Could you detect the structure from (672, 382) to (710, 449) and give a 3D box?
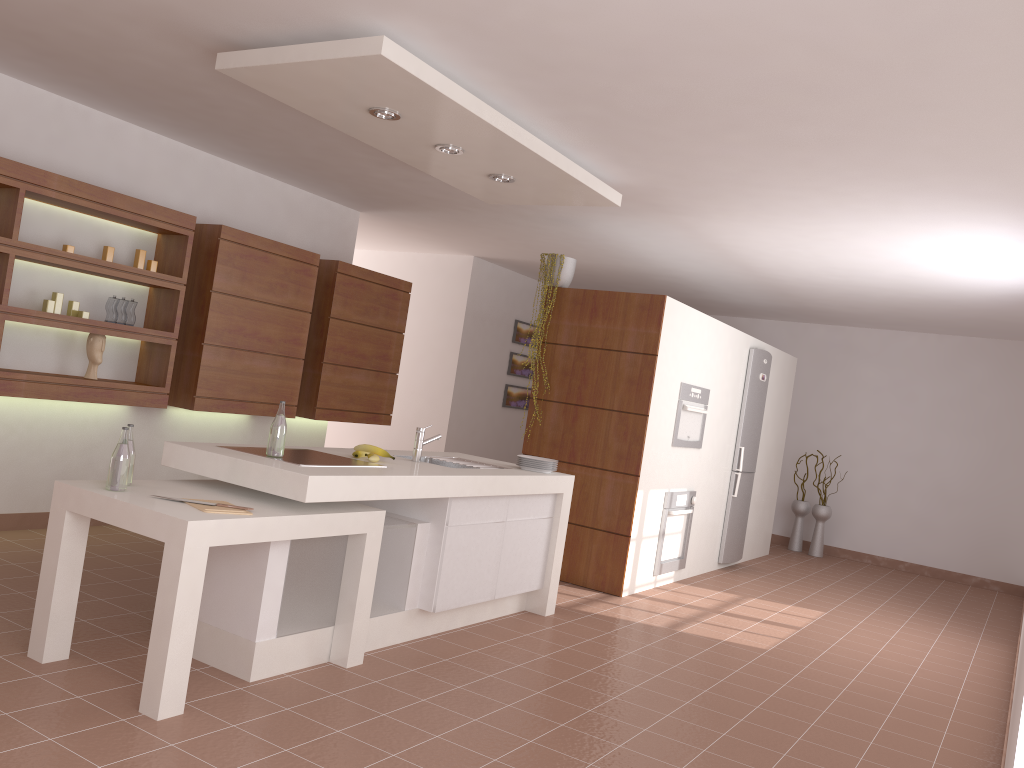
[{"bbox_3d":[1.337,0.243,6.490,0.056,0.454,0.614,8,-1,31],"label":"structure"}]

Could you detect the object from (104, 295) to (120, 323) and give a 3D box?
[{"bbox_3d":[-2.369,-0.443,5.252,0.065,0.165,0.054,9,-1,-43],"label":"object"}]

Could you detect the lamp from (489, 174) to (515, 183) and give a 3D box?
[{"bbox_3d":[-0.052,-1.135,4.817,0.143,0.059,0.143,9,-1,-31],"label":"lamp"}]

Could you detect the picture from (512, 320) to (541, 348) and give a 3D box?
[{"bbox_3d":[0.382,-0.507,10.117,0.015,0.248,1.408,8,-1,31],"label":"picture"}]

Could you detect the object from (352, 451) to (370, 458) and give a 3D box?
[{"bbox_3d":[-0.723,0.332,4.208,0.060,0.033,0.207,8,-1,11],"label":"object"}]

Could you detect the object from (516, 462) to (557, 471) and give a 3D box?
[{"bbox_3d":[0.138,0.469,5.003,0.228,0.020,0.228,8,-1,13],"label":"object"}]

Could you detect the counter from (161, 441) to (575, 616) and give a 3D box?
[{"bbox_3d":[-0.596,0.775,4.362,0.821,0.800,2.156,8,-1,31],"label":"counter"}]

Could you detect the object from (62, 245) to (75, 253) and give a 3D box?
[{"bbox_3d":[-2.426,-0.742,4.851,0.044,0.049,0.044,8,-1,31],"label":"object"}]

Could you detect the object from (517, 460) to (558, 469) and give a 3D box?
[{"bbox_3d":[0.140,0.459,5.003,0.228,0.020,0.228,8,-1,13],"label":"object"}]

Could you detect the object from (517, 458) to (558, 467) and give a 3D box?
[{"bbox_3d":[0.141,0.449,5.003,0.228,0.020,0.228,8,-1,13],"label":"object"}]

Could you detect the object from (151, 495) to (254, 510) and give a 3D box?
[{"bbox_3d":[-1.114,0.423,3.171,0.375,0.008,0.041,9,-1,-2],"label":"object"}]

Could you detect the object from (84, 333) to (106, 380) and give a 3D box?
[{"bbox_3d":[-2.439,-0.171,5.179,0.100,0.284,0.100,9,-1,-28],"label":"object"}]

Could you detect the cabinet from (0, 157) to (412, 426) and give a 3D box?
[{"bbox_3d":[-2.438,-0.500,5.533,0.754,1.200,4.718,8,-1,31],"label":"cabinet"}]

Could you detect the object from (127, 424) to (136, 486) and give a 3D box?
[{"bbox_3d":[-1.456,0.266,3.347,0.071,0.230,0.071,8,-1,12],"label":"object"}]

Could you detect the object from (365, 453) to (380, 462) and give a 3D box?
[{"bbox_3d":[-0.648,0.343,4.132,0.060,0.033,0.207,9,-1,-14],"label":"object"}]

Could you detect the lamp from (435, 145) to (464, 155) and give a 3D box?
[{"bbox_3d":[-0.307,-1.179,4.390,0.143,0.059,0.143,9,-1,-31],"label":"lamp"}]

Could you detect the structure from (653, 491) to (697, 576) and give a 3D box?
[{"bbox_3d":[1.207,1.082,6.484,0.058,0.592,0.596,8,-1,31],"label":"structure"}]

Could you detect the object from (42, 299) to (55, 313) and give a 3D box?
[{"bbox_3d":[-2.562,-0.429,4.902,0.044,0.070,0.044,8,-1,31],"label":"object"}]

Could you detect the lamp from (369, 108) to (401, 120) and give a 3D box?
[{"bbox_3d":[-0.564,-1.223,3.957,0.143,0.059,0.143,8,-1,14],"label":"lamp"}]

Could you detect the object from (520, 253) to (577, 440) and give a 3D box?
[{"bbox_3d":[0.216,-0.254,6.291,0.297,1.344,0.279,9,-1,-9],"label":"object"}]

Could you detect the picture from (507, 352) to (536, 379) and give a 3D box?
[{"bbox_3d":[0.330,-0.161,10.112,0.015,0.248,1.408,8,-1,31],"label":"picture"}]

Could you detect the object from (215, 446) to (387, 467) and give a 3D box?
[{"bbox_3d":[-0.902,0.316,3.851,0.493,0.006,0.551,8,-1,31],"label":"object"}]

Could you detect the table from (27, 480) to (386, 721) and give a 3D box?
[{"bbox_3d":[-1.142,0.759,3.457,0.737,0.647,1.003,8,-1,31],"label":"table"}]

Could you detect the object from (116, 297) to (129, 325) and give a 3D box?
[{"bbox_3d":[-2.331,-0.437,5.288,0.065,0.165,0.054,9,-1,-43],"label":"object"}]

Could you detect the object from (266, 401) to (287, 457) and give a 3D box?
[{"bbox_3d":[-0.962,0.185,3.658,0.071,0.230,0.071,8,-1,12],"label":"object"}]

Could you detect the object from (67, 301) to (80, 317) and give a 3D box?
[{"bbox_3d":[-2.518,-0.430,5.089,0.044,0.090,0.044,8,-1,31],"label":"object"}]

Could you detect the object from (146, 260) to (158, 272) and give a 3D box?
[{"bbox_3d":[-2.168,-0.707,5.338,0.044,0.070,0.044,8,-1,31],"label":"object"}]

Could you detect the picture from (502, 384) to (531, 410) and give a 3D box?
[{"bbox_3d":[0.278,0.185,10.108,0.015,0.248,1.408,8,-1,31],"label":"picture"}]

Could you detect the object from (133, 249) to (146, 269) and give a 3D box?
[{"bbox_3d":[-2.226,-0.742,5.301,0.044,0.120,0.044,8,-1,31],"label":"object"}]

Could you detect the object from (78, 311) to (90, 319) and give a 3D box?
[{"bbox_3d":[-2.450,-0.394,5.073,0.044,0.040,0.044,8,-1,31],"label":"object"}]

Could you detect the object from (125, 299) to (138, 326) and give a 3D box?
[{"bbox_3d":[-2.293,-0.431,5.324,0.065,0.165,0.054,9,-1,-43],"label":"object"}]

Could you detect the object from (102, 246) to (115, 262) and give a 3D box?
[{"bbox_3d":[-2.320,-0.748,5.094,0.044,0.099,0.044,8,-1,31],"label":"object"}]

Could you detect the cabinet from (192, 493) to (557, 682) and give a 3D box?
[{"bbox_3d":[-0.629,0.820,4.311,0.737,0.700,2.048,8,-1,31],"label":"cabinet"}]

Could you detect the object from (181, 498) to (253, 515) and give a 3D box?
[{"bbox_3d":[-1.059,0.438,3.167,0.168,0.006,0.266,9,-1,-42],"label":"object"}]

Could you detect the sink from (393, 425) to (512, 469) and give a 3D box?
[{"bbox_3d":[-0.323,0.411,4.728,0.404,0.368,0.668,8,-1,31],"label":"sink"}]

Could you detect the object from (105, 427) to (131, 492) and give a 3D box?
[{"bbox_3d":[-1.415,0.270,3.208,0.071,0.230,0.071,8,-1,12],"label":"object"}]

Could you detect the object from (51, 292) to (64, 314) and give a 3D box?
[{"bbox_3d":[-2.555,-0.452,4.975,0.044,0.120,0.044,8,-1,31],"label":"object"}]

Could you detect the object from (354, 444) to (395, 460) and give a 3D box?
[{"bbox_3d":[-0.649,0.315,4.162,0.207,0.055,0.047,8,-1,8],"label":"object"}]

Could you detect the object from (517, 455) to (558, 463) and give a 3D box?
[{"bbox_3d":[0.144,0.428,5.004,0.228,0.020,0.228,8,-1,13],"label":"object"}]

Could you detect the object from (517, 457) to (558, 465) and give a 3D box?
[{"bbox_3d":[0.143,0.438,5.003,0.228,0.020,0.228,8,-1,13],"label":"object"}]

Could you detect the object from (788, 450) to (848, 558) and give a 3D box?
[{"bbox_3d":[3.256,1.263,9.386,0.284,1.112,0.655,9,-1,-40],"label":"object"}]

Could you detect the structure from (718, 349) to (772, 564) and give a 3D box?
[{"bbox_3d":[2.063,0.628,7.750,0.089,1.862,0.604,8,-1,31],"label":"structure"}]

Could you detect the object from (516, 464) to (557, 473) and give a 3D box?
[{"bbox_3d":[0.137,0.479,5.003,0.228,0.020,0.228,8,-1,13],"label":"object"}]
